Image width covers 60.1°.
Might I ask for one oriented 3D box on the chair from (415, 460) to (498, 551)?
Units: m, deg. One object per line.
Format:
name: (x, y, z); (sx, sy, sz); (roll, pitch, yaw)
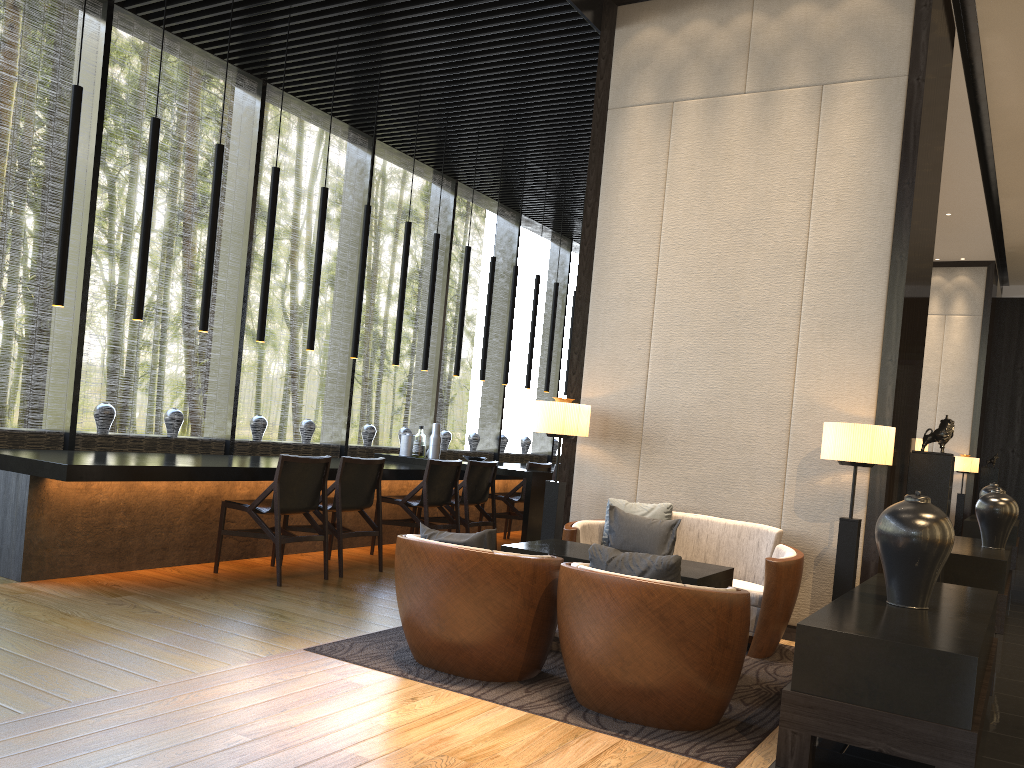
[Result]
chair: (-0.448, 1.061, 7.734); (0.562, 0.827, 0.527); (5, -1, 31)

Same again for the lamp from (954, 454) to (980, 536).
lamp: (6.405, 1.684, 12.643); (0.375, 1.351, 0.374); (5, 0, -12)

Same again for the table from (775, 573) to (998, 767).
table: (1.725, 1.212, 3.845); (0.619, 0.513, 1.966); (4, -3, 31)

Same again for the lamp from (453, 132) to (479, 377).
lamp: (-0.429, -1.279, 8.593); (0.060, 2.421, 0.060); (6, 1, 26)

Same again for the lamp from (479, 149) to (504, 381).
lamp: (-0.194, -1.237, 8.993); (0.060, 2.421, 0.060); (6, 1, 26)

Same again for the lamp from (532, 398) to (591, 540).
lamp: (0.280, 0.770, 5.887); (0.374, 1.351, 0.375); (5, 0, 21)

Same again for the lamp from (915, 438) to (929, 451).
lamp: (2.793, 1.036, 6.498); (0.375, 1.348, 0.374); (5, 0, -8)

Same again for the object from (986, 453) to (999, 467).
object: (7.178, 1.137, 13.229); (0.161, 0.218, 0.102); (5, 0, 19)

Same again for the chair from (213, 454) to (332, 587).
chair: (-1.543, 0.864, 5.870); (0.562, 0.827, 0.527); (5, -1, 31)

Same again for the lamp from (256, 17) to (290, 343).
lamp: (-1.713, -1.510, 6.409); (0.060, 2.421, 0.060); (6, 1, 26)

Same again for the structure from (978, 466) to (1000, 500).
structure: (7.106, 1.848, 13.253); (0.239, 1.218, 0.241); (6, 0, 31)

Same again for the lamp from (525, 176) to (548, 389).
lamp: (0.283, -1.151, 9.805); (0.060, 2.421, 0.060); (6, 1, 26)

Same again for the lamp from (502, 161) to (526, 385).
lamp: (0.038, -1.195, 9.387); (0.060, 2.421, 0.060); (6, 1, 26)

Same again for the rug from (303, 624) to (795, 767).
rug: (0.467, 1.394, 4.581); (2.036, 0.008, 2.248); (4, -3, 31)

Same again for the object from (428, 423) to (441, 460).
object: (-0.733, 0.547, 8.468); (0.113, 0.344, 0.113); (5, 0, 26)

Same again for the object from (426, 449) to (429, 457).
object: (-0.762, 0.616, 8.626); (0.135, 0.217, 0.136); (5, -1, 18)

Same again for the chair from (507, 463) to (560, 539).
chair: (0.356, 1.206, 9.102); (0.562, 0.827, 0.527); (5, -1, 31)

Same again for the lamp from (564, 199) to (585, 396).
lamp: (0.763, -1.065, 10.620); (0.060, 2.421, 0.060); (6, 1, 36)

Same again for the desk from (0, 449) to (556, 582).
desk: (-3.010, 0.669, 4.112); (1.776, 0.759, 28.815); (4, -3, 31)

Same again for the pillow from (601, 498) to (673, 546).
pillow: (0.783, 0.929, 5.569); (0.432, 0.400, 0.201); (5, 0, 9)

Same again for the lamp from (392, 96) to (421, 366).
lamp: (-0.912, -1.366, 7.771); (0.060, 2.421, 0.060); (6, 1, 26)

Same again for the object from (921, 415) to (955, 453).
object: (2.675, 0.313, 5.557); (0.176, 0.246, 0.116); (5, 0, 31)

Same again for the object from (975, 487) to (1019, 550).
object: (3.908, 1.079, 7.145); (0.312, 0.493, 0.310); (6, -1, -41)

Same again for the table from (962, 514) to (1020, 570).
table: (6.238, 2.024, 11.521); (0.619, 0.513, 1.966); (4, -3, 31)

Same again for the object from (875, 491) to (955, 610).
object: (1.718, 0.704, 3.793); (0.311, 0.493, 0.312); (5, -1, 12)

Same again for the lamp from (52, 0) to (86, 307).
lamp: (-2.496, -1.651, 5.077); (0.060, 2.421, 0.060); (6, 1, 26)

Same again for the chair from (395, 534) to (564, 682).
chair: (-0.210, 1.005, 4.038); (0.802, 0.604, 0.608); (4, -2, 31)

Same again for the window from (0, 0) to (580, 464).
window: (0.559, -0.876, 1.482); (12.027, 4.227, 31.976); (4, -3, 31)

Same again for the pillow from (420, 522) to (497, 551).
pillow: (-0.255, 0.782, 3.934); (0.440, 0.338, 0.205); (4, -1, 38)

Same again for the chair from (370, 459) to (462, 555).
chair: (-0.739, 1.009, 7.238); (0.562, 0.827, 0.527); (5, -1, 31)

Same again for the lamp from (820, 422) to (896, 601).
lamp: (1.876, 0.886, 4.941); (0.375, 1.319, 0.374); (5, 0, -15)

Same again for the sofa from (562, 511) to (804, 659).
sofa: (1.001, 1.138, 5.316); (1.446, 0.693, 0.604); (4, -2, 31)

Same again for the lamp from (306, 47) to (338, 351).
lamp: (-1.452, -1.463, 6.852); (0.060, 2.421, 0.060); (6, 1, 26)

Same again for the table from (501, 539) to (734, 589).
table: (0.513, 1.136, 4.515); (1.039, 0.517, 0.577); (4, -2, 31)

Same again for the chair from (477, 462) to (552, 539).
chair: (0.065, 1.154, 8.606); (0.562, 0.827, 0.527); (5, -1, 31)

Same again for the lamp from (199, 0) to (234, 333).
lamp: (-1.973, -1.557, 5.967); (0.060, 2.421, 0.060); (6, 1, 26)

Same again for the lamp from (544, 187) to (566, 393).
lamp: (0.509, -1.110, 10.188); (0.060, 2.421, 0.060); (6, 1, 26)

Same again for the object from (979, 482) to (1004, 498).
object: (6.181, 1.507, 11.386); (0.311, 0.493, 0.312); (5, -1, 19)

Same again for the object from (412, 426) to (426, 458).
object: (-0.885, 0.555, 8.506); (0.129, 0.305, 0.129); (5, 0, 17)

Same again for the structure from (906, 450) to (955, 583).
structure: (2.593, 1.036, 5.576); (0.239, 1.218, 0.241); (6, 0, 31)

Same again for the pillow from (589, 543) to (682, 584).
pillow: (0.483, 0.825, 3.500); (0.398, 0.362, 0.223); (4, -1, 31)

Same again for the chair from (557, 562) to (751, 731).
chair: (0.523, 1.051, 3.603); (0.802, 0.604, 0.608); (4, -2, 31)

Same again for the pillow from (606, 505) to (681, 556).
pillow: (0.789, 0.941, 5.384); (0.471, 0.361, 0.220); (4, -1, 27)

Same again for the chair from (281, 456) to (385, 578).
chair: (-1.252, 0.917, 6.365); (0.562, 0.827, 0.527); (5, -1, 31)

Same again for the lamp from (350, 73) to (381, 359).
lamp: (-1.191, -1.416, 7.296); (0.060, 2.421, 0.060); (6, 1, 26)

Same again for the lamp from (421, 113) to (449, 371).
lamp: (-0.694, -1.327, 8.143); (0.060, 2.421, 0.060); (6, 1, 26)

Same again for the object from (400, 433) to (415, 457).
object: (-1.006, 0.593, 8.636); (0.168, 0.219, 0.169); (5, -1, 26)

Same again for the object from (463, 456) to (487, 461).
object: (-0.349, 0.715, 8.254); (0.227, 0.067, 0.228); (4, -3, 33)

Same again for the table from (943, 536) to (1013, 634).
table: (3.683, 1.564, 7.176); (0.619, 0.513, 1.966); (4, -3, 31)

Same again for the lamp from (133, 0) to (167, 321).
lamp: (-2.230, -1.603, 5.530); (0.060, 2.421, 0.060); (6, 1, 26)
